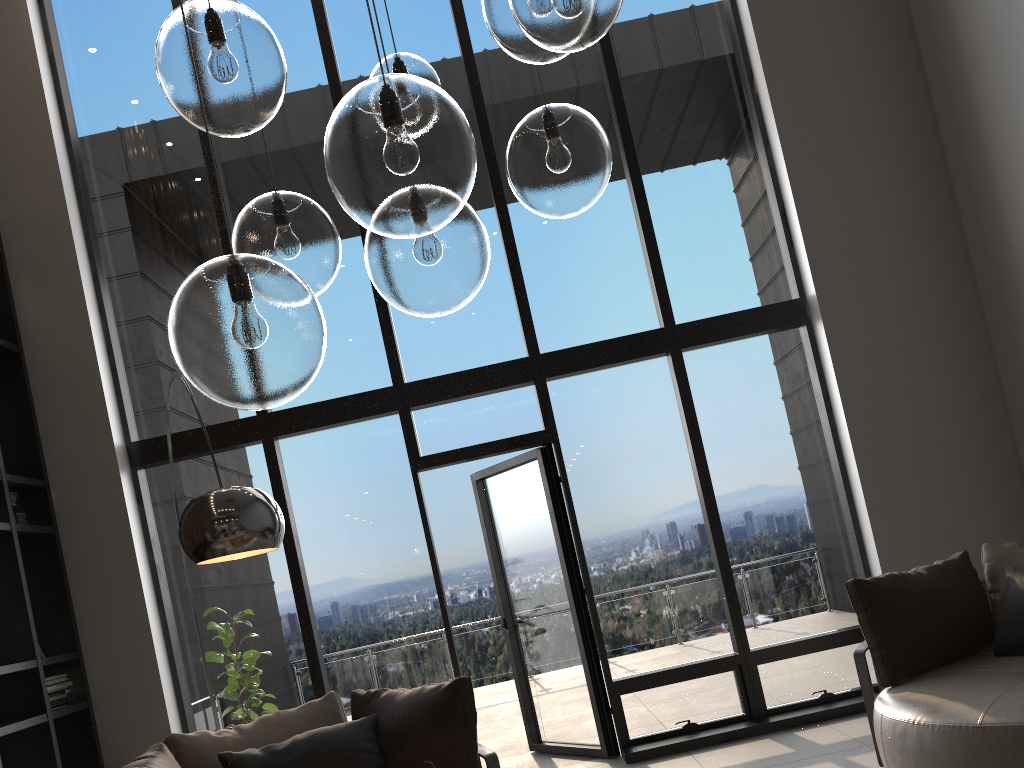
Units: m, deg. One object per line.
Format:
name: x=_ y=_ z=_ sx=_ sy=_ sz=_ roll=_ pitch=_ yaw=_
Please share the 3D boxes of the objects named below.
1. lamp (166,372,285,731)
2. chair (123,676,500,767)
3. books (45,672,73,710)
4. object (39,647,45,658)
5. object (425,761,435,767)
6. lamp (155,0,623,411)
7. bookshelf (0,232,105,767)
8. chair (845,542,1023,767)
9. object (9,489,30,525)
lamp: x=-1.124 y=1.096 z=3.518 sx=0.316 sy=2.306 sz=2.085 roll=-11 pitch=-6 yaw=-25
chair: x=-0.752 y=1.708 z=3.334 sx=1.505 sy=0.888 sz=1.445 roll=-17 pitch=-10 yaw=25
books: x=-2.651 y=1.741 z=4.890 sx=0.217 sy=0.188 sz=0.380 roll=-12 pitch=-10 yaw=-2
object: x=-2.756 y=1.428 z=4.915 sx=0.130 sy=0.277 sz=0.257 roll=-12 pitch=-7 yaw=-10
object: x=-0.046 y=0.989 z=1.609 sx=0.536 sy=0.596 sz=0.325 roll=-8 pitch=-6 yaw=-30
lamp: x=-0.623 y=-2.377 z=1.766 sx=1.229 sy=4.942 sz=1.245 roll=-12 pitch=-3 yaw=-4
bookshelf: x=-3.073 y=-0.267 z=4.497 sx=0.338 sy=5.257 sz=1.473 roll=-12 pitch=-3 yaw=-2
chair: x=2.210 y=1.125 z=3.633 sx=1.458 sy=0.888 sz=1.492 roll=-15 pitch=-9 yaw=15
object: x=-2.829 y=0.713 z=4.963 sx=0.059 sy=0.230 sz=0.191 roll=-12 pitch=-6 yaw=0
